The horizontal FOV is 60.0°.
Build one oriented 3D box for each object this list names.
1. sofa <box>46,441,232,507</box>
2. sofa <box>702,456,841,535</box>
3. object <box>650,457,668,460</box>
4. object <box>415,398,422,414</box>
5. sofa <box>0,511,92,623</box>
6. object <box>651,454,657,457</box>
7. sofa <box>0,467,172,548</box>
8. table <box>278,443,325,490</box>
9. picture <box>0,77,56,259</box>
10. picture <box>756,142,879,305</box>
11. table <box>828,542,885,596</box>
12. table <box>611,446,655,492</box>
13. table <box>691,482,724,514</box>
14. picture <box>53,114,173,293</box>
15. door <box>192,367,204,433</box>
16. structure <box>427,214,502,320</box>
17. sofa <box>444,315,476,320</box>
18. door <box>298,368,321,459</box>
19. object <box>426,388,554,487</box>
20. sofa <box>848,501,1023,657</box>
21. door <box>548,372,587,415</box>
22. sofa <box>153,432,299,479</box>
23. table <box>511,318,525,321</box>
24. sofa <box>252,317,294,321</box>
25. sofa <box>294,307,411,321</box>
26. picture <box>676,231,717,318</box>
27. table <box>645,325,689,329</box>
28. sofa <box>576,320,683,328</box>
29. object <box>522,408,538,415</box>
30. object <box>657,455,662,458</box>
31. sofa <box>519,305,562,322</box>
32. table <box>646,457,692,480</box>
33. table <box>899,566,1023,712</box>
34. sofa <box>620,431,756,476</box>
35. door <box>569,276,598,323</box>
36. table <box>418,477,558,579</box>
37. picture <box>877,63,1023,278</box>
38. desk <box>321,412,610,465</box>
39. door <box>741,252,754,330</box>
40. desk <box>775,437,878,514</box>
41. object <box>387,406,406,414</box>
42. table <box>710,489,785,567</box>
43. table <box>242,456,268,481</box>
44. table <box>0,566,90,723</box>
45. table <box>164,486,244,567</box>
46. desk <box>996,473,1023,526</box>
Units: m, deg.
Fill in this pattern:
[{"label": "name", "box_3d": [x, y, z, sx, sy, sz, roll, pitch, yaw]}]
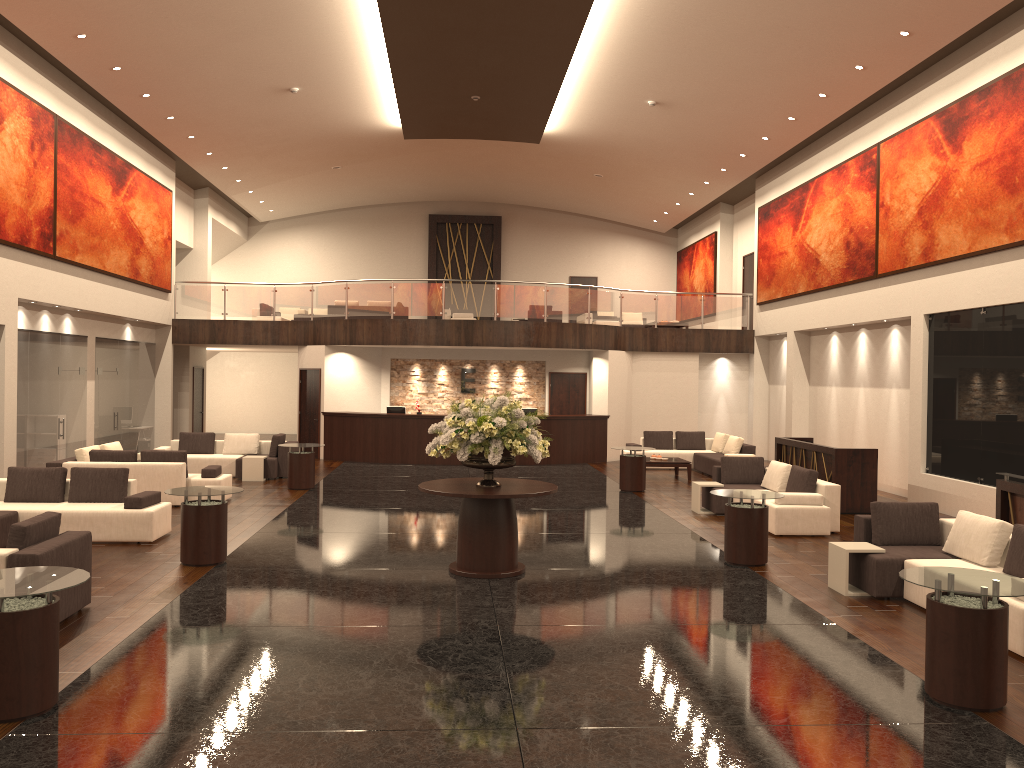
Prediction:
[{"label": "sofa", "box_3d": [-5.982, 1.453, 15.339, 2.586, 0.862, 3.366, 1, 1, -4]}, {"label": "sofa", "box_3d": [3.814, 1.618, 13.333, 1.291, 0.862, 2.846, 1, 1, -4]}, {"label": "object", "box_3d": [3.130, 1.593, 18.870, 0.437, 0.040, 0.154, 1, 1, 42]}, {"label": "object", "box_3d": [-2.226, 0.530, 21.143, 0.163, 0.390, 0.165, 1, 1, 4]}, {"label": "sofa", "box_3d": [-5.126, 1.536, 7.412, 2.846, 0.862, 1.291, 1, 1, -4]}, {"label": "object", "box_3d": [3.062, 1.556, 19.126, 0.119, 0.106, 0.119, 1, 1, 19]}, {"label": "sofa", "box_3d": [-5.596, 1.506, 10.004, 2.586, 0.862, 3.366, 1, 1, -4]}, {"label": "table", "box_3d": [-3.841, 1.510, 16.175, 0.833, 0.795, 0.844, 1, 1, 35]}, {"label": "picture", "box_3d": [-7.841, -3.427, 13.203, 0.070, 2.526, 4.515, 1, 1, -4]}, {"label": "picture", "box_3d": [6.608, -3.267, 19.728, 0.070, 2.526, 6.485, 1, 1, -4]}, {"label": "table", "box_3d": [3.457, 1.854, 8.910, 0.400, 0.460, 0.400, 1, 1, -4]}, {"label": "table", "box_3d": [2.260, 1.598, 16.597, 0.833, 0.795, 0.844, 1, 1, 35]}, {"label": "table", "box_3d": [3.101, 1.803, 14.071, 0.400, 0.460, 0.400, 1, 1, -4]}, {"label": "picture", "box_3d": [-8.220, -3.481, 18.702, 0.070, 2.526, 6.485, 1, 1, -4]}, {"label": "door", "box_3d": [-8.725, 0.646, 24.607, 0.104, 2.232, 0.990, 1, 1, -4]}, {"label": "structure", "box_3d": [-1.652, -3.726, 30.796, 2.524, 4.236, 0.187, 1, 1, -4]}, {"label": "sofa", "box_3d": [-1.542, -2.012, 28.008, 1.291, 0.862, 2.846, 1, 1, -4]}, {"label": "door", "box_3d": [-5.048, 0.723, 22.155, 0.104, 2.232, 0.990, 0, 1, -44]}, {"label": "object", "box_3d": [-0.274, 0.551, 9.604, 1.402, 1.097, 1.453, 1, 1, 42]}, {"label": "sofa", "box_3d": [4.171, 1.669, 8.172, 1.291, 0.862, 2.846, 1, 1, -4]}, {"label": "door", "box_3d": [1.440, 0.810, 23.091, 0.990, 2.232, 0.104, 1, 1, -4]}, {"label": "sofa", "box_3d": [-5.855, 1.432, 17.964, 2.846, 0.862, 1.291, 1, 1, -4]}, {"label": "table", "box_3d": [0.180, -1.777, 27.218, 0.400, 0.460, 0.400, 1, 1, -4]}, {"label": "sofa", "box_3d": [-6.503, -2.091, 28.543, 3.366, 0.862, 2.586, 1, 1, -4]}, {"label": "sofa", "box_3d": [-4.801, -2.053, 27.157, 3.366, 0.862, 2.586, 1, 1, -4]}, {"label": "picture", "box_3d": [5.971, -3.357, 28.942, 0.070, 2.526, 4.515, 1, 1, -4]}, {"label": "table", "box_3d": [4.726, -1.670, 27.201, 1.100, 0.380, 1.100, 1, 1, -4]}, {"label": "sofa", "box_3d": [3.863, -1.932, 28.232, 3.366, 0.862, 2.586, 1, 1, -4]}, {"label": "object", "box_3d": [0.410, 0.843, 21.769, 0.483, 0.485, 0.189, 1, 1, -29]}, {"label": "object", "box_3d": [3.154, 1.559, 19.001, 0.119, 0.106, 0.119, 1, 1, -22]}, {"label": "sofa", "box_3d": [0.785, -1.977, 28.044, 1.291, 0.862, 2.846, 1, 1, -4]}, {"label": "table", "box_3d": [3.140, 1.801, 18.919, 1.100, 0.380, 1.100, 1, 1, -4]}, {"label": "table", "box_3d": [3.026, 1.704, 5.910, 0.833, 0.795, 0.844, 0, 1, -43]}, {"label": "sofa", "box_3d": [3.964, 1.564, 19.804, 2.586, 0.862, 3.366, 1, 1, -4]}, {"label": "door", "box_3d": [2.503, -2.663, 31.184, 0.990, 2.232, 0.104, 1, 1, -4]}, {"label": "table", "box_3d": [-0.263, 1.559, 9.612, 1.498, 0.921, 1.498, 1, 1, -13]}, {"label": "picture", "box_3d": [6.988, -3.213, 14.229, 0.070, 2.526, 4.515, 1, 1, -4]}, {"label": "desk", "box_3d": [-1.103, 1.316, 21.673, 7.146, 1.171, 1.674, 1, 1, -2]}, {"label": "door", "box_3d": [6.669, -2.546, 24.950, 0.104, 2.232, 0.990, 1, 1, -4]}, {"label": "desk", "box_3d": [5.354, 1.532, 15.330, 0.700, 1.043, 2.606, 1, 1, -4]}, {"label": "object", "box_3d": [-2.828, 0.796, 21.637, 0.483, 0.485, 0.189, 1, 1, 11]}, {"label": "table", "box_3d": [2.700, 1.661, 10.220, 0.833, 0.795, 0.844, 0, 1, -43]}, {"label": "table", "box_3d": [-5.031, 1.652, 17.364, 0.400, 0.460, 0.400, 1, 1, -4]}, {"label": "table", "box_3d": [-3.075, 1.615, 5.488, 0.833, 0.795, 0.844, 0, 1, -43]}, {"label": "table", "box_3d": [-3.401, 1.573, 9.798, 0.833, 0.795, 0.844, 0, 1, -43]}, {"label": "desk", "box_3d": [5.757, 1.557, 9.077, 0.760, 1.114, 1.634, 1, 1, -4]}]
